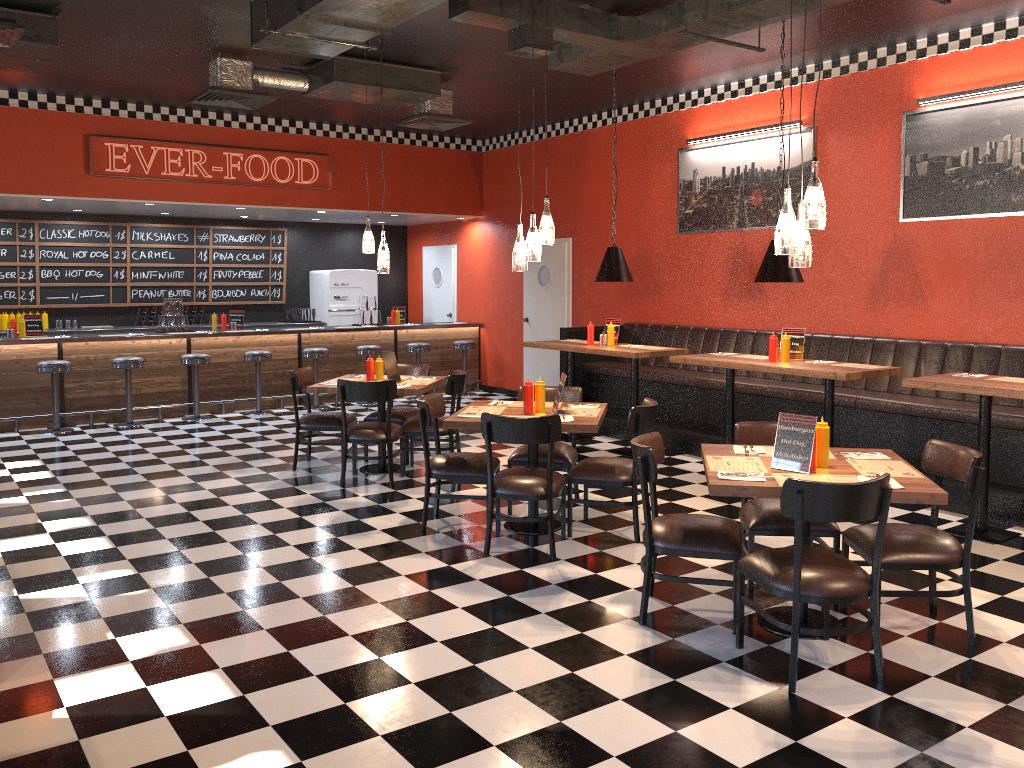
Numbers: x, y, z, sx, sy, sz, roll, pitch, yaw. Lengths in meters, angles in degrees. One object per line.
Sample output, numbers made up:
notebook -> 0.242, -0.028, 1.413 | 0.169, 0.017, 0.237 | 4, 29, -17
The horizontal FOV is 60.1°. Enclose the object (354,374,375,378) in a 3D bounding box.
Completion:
object -> -1.331, -0.073, 8.011 | 0.157, 0.019, 0.256 | 1, 7, 13

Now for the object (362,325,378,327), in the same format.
object -> -1.980, -0.806, 12.272 | 0.158, 0.019, 0.255 | -6, 9, -39

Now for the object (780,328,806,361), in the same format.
object -> 2.258, -0.321, 7.138 | 0.188, 0.256, 0.072 | 3, 6, 34

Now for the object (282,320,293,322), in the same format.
object -> -3.308, -0.971, 13.679 | 0.437, 0.018, 0.273 | -5, 8, -35

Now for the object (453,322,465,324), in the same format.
object -> -0.774, -0.912, 13.153 | 0.157, 0.019, 0.256 | -3, 7, -25

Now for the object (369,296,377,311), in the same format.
object -> -1.968, -1.145, 12.548 | 0.105, 0.208, 0.106 | 1, 5, 10

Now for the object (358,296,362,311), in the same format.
object -> -2.127, -1.146, 12.561 | 0.105, 0.208, 0.106 | 1, 5, 10

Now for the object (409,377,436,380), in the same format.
object -> -0.801, -0.053, 7.831 | 0.255, 0.019, 0.158 | 0, 7, 4

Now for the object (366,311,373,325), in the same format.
object -> -2.017, -0.933, 12.530 | 0.105, 0.208, 0.106 | 1, 5, 10

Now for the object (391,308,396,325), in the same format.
object -> -1.692, -0.962, 12.660 | 0.068, 0.237, 0.068 | 0, 4, -4

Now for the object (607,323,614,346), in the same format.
object -> 0.970, -0.493, 8.682 | 0.068, 0.237, 0.068 | 2, 5, 30

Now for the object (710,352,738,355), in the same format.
object -> 1.824, -0.266, 7.692 | 0.255, 0.019, 0.158 | -5, 9, -38

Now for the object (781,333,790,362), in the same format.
object -> 2.149, -0.290, 6.961 | 0.068, 0.237, 0.068 | -2, 5, -26

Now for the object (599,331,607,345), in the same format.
object -> 0.906, -0.453, 8.784 | 0.047, 0.135, 0.094 | -4, 7, -44

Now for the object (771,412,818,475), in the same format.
object -> 1.298, 0.271, 4.075 | 0.188, 0.256, 0.072 | 5, 7, 45

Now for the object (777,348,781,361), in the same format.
object -> 2.129, -0.252, 7.080 | 0.094, 0.135, 0.047 | 5, 7, 45

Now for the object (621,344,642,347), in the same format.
object -> 1.151, -0.373, 8.601 | 0.255, 0.019, 0.158 | -5, 9, -38

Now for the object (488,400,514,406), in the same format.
object -> -0.082, 0.133, 6.260 | 0.157, 0.019, 0.256 | 1, 7, 12

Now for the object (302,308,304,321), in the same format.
object -> -3.230, -1.083, 13.818 | 0.105, 0.208, 0.106 | 1, 5, 10

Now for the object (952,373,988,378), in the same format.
object -> 3.069, -0.061, 5.954 | 0.255, 0.019, 0.158 | -5, 9, -38

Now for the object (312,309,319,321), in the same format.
object -> -2.981, -1.038, 13.435 | 0.105, 0.208, 0.106 | 1, 5, 10

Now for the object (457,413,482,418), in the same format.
object -> -0.220, 0.197, 5.721 | 0.255, 0.019, 0.158 | 1, 7, 9

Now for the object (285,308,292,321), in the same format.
object -> -3.436, -1.061, 13.633 | 0.105, 0.208, 0.106 | 1, 5, 10

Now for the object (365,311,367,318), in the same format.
object -> -2.086, -0.943, 12.615 | 0.105, 0.208, 0.106 | 1, 5, 10

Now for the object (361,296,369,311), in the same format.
object -> -2.071, -1.138, 12.490 | 0.105, 0.208, 0.106 | 1, 5, 10

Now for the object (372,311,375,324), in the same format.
object -> -1.989, -0.952, 12.684 | 0.105, 0.208, 0.106 | 1, 5, 10

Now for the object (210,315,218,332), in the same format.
object -> -3.750, -0.765, 11.150 | 0.105, 0.208, 0.106 | 1, 5, 10

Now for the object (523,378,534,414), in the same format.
object -> 0.108, 0.077, 5.798 | 0.068, 0.237, 0.068 | -3, 5, -30

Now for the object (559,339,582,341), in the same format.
object -> 0.604, -0.466, 9.388 | 0.255, 0.019, 0.158 | -5, 9, -38

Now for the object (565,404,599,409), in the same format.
object -> 0.475, 0.149, 6.121 | 0.255, 0.019, 0.158 | 1, 7, 11

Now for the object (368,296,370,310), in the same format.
object -> -2.037, -1.155, 12.636 | 0.105, 0.208, 0.106 | 1, 5, 10

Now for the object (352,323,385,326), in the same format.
object -> -2.039, -0.844, 12.596 | 0.437, 0.018, 0.273 | -5, 8, -35

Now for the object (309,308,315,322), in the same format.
object -> -3.053, -1.049, 13.525 | 0.105, 0.208, 0.106 | 1, 5, 10

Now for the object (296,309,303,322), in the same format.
object -> -3.186, -1.021, 13.296 | 0.105, 0.208, 0.106 | 1, 5, 10

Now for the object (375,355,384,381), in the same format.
object -> -1.125, -0.126, 7.518 | 0.068, 0.237, 0.068 | -2, 5, -20

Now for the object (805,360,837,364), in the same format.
object -> 2.400, -0.175, 6.918 | 0.255, 0.019, 0.158 | -5, 9, -38

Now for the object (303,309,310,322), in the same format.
object -> -3.115, -1.034, 13.405 | 0.105, 0.208, 0.106 | 1, 5, 10

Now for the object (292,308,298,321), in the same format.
object -> -3.323, -1.055, 13.583 | 0.105, 0.208, 0.106 | 1, 5, 10

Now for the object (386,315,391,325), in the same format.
object -> -1.761, -0.919, 12.733 | 0.094, 0.135, 0.047 | -4, 6, -40

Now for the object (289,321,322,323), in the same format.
object -> -3.127, -0.943, 13.436 | 0.437, 0.018, 0.273 | -5, 8, -35

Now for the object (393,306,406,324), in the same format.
object -> -1.645, -0.999, 12.881 | 0.188, 0.256, 0.072 | 0, 4, 0

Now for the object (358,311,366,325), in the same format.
object -> -2.113, -0.927, 12.476 | 0.105, 0.208, 0.106 | 1, 5, 10

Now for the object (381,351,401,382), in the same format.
object -> -1.048, -0.155, 7.683 | 0.188, 0.256, 0.072 | 5, 7, 45

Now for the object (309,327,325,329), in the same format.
object -> -2.607, -0.752, 11.827 | 0.157, 0.019, 0.256 | -5, 8, -34

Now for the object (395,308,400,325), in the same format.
object -> -1.644, -0.972, 12.740 | 0.068, 0.237, 0.068 | 2, 5, 24

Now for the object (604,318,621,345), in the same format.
object -> 1.000, -0.527, 8.888 | 0.072, 0.256, 0.188 | -4, 7, -44

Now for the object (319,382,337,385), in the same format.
object -> -1.486, -0.007, 7.459 | 0.255, 0.019, 0.158 | 2, 7, 14

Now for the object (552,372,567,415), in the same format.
object -> 0.313, 0.060, 5.857 | 0.072, 0.256, 0.189 | 0, 5, -5

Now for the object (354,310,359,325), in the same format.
object -> -2.187, -0.937, 12.559 | 0.105, 0.208, 0.106 | 1, 5, 10

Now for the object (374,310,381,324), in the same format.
object -> -1.913, -0.941, 12.594 | 0.105, 0.208, 0.106 | 1, 5, 10

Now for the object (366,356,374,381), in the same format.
object -> -1.209, -0.130, 7.559 | 0.068, 0.237, 0.068 | 1, 4, 8

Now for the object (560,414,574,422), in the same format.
object -> 0.310, 0.212, 5.588 | 0.157, 0.019, 0.256 | 0, 7, 3

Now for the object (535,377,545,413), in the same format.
object -> 0.186, 0.071, 5.850 | 0.068, 0.237, 0.068 | -3, 5, -30

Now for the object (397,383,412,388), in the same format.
object -> -0.919, 0.011, 7.299 | 0.157, 0.019, 0.256 | 1, 7, 11

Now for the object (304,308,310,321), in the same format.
object -> -3.162, -1.071, 13.712 | 0.105, 0.208, 0.106 | 1, 5, 10

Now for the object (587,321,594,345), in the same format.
object -> 0.781, -0.507, 8.801 | 0.068, 0.237, 0.068 | 2, 5, 30

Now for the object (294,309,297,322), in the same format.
object -> -3.238, -1.032, 13.391 | 0.105, 0.208, 0.106 | 1, 5, 10

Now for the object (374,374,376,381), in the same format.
object -> -1.145, -0.087, 7.637 | 0.094, 0.135, 0.047 | 5, 7, 45

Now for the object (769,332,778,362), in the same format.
object -> 2.065, -0.295, 7.002 | 0.068, 0.237, 0.068 | -1, 5, -15
